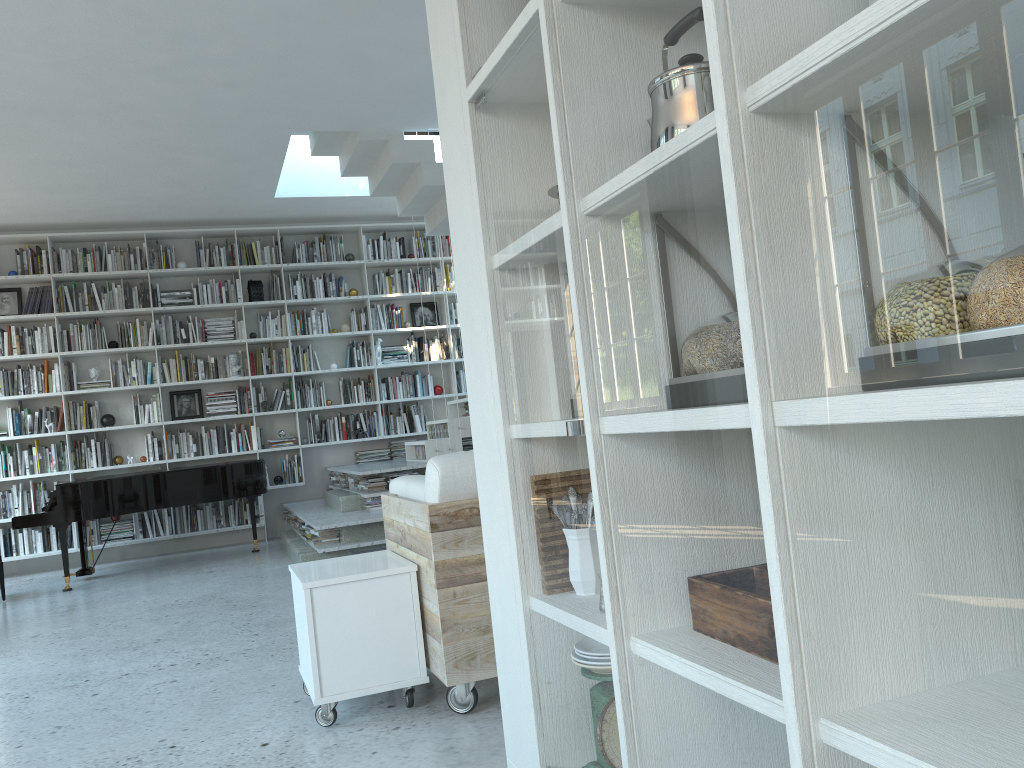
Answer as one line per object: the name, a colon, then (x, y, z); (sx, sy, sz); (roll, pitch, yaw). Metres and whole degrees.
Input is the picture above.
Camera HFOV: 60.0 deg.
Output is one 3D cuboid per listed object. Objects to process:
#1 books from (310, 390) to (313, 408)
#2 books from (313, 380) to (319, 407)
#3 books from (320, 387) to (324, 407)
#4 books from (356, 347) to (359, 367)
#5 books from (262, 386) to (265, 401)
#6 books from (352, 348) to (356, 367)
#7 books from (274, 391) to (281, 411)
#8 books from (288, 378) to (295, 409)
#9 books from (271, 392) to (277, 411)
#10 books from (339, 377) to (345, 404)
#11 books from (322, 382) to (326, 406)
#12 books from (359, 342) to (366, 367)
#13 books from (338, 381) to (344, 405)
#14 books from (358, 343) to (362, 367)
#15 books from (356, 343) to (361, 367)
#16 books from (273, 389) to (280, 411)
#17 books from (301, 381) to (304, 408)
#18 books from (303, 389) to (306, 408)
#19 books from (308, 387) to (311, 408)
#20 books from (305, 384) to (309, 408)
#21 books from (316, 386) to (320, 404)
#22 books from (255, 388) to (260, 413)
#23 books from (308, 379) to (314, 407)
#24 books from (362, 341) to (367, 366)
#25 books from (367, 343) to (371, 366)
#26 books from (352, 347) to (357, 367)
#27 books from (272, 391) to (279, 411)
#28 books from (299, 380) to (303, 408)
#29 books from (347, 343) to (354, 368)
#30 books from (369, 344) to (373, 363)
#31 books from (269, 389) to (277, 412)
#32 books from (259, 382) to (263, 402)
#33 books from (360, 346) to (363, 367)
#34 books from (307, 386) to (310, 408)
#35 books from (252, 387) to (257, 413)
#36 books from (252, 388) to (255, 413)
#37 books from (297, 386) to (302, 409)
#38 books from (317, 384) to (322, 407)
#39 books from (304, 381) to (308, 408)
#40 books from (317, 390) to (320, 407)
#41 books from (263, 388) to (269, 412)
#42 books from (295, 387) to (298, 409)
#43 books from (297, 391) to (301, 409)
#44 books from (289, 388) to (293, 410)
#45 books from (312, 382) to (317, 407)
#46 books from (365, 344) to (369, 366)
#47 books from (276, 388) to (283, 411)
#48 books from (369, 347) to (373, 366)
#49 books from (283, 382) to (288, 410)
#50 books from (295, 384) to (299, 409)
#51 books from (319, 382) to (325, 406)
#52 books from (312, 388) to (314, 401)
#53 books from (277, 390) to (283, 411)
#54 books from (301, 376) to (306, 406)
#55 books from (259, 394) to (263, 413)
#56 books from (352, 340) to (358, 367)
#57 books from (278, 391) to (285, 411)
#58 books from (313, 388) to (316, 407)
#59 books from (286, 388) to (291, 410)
books: (-2.079, 0.158, 9.140); (0.013, 0.186, 0.184); (-6, -2, -19)
books: (-2.029, 0.104, 9.181); (0.006, 0.285, 0.159); (-6, -2, -19)
books: (-1.978, 0.138, 9.183); (0.014, 0.207, 0.180); (-6, -2, -19)
books: (-1.642, -0.274, 9.339); (0.007, 0.230, 0.146); (-6, -2, -19)
books: (-2.525, 0.161, 9.006); (0.012, 0.266, 0.157); (-6, -2, -19)
books: (-1.666, -0.262, 9.312); (0.006, 0.209, 0.188); (-6, -2, -19)
books: (-2.395, 0.178, 9.044); (0.090, 0.212, 0.143); (-6, -2, -19)
books: (-2.259, 0.106, 9.085); (0.014, 0.325, 0.183); (-6, -2, -19)
books: (-2.427, 0.176, 9.031); (0.088, 0.220, 0.138); (-6, -2, -19)
books: (-1.775, 0.078, 9.280); (0.016, 0.289, 0.131); (-6, -2, -19)
books: (-1.956, 0.114, 9.198); (0.013, 0.251, 0.173); (-6, -2, -19)
books: (-1.585, -0.302, 9.354); (0.032, 0.274, 0.154); (-6, -2, -19)
books: (-1.785, 0.097, 9.262); (0.019, 0.251, 0.130); (-6, -2, -19)
books: (-1.612, -0.292, 9.336); (0.015, 0.259, 0.152); (-6, -2, -19)
books: (-1.627, -0.292, 9.330); (0.018, 0.263, 0.165); (-6, -2, -19)
books: (-2.407, 0.173, 9.046); (0.095, 0.226, 0.144); (-6, -2, -19)
books: (-2.160, 0.118, 9.123); (0.006, 0.281, 0.155); (-6, -2, -19)
books: (-2.149, 0.156, 9.132); (0.013, 0.204, 0.154); (-6, -2, -19)
books: (-2.094, 0.143, 9.141); (0.013, 0.218, 0.161); (-6, -2, -19)
books: (-2.118, 0.130, 9.131); (0.013, 0.248, 0.165); (-6, -2, -19)
books: (-2.007, 0.134, 9.187); (0.008, 0.222, 0.134); (-6, -2, -19)
books: (-2.580, 0.173, 8.982); (0.028, 0.253, 0.142); (-6, -2, -19)
books: (-2.072, 0.102, 9.144); (0.014, 0.297, 0.175); (-6, -2, -19)
books: (-1.556, -0.305, 9.341); (0.012, 0.273, 0.184); (-6, -2, -19)
books: (-1.521, -0.298, 9.357); (0.011, 0.252, 0.169); (-6, -2, -19)
books: (-1.657, -0.267, 9.316); (0.013, 0.219, 0.187); (-6, -2, -19)
books: (-2.415, 0.180, 9.021); (0.089, 0.210, 0.176); (-6, -2, -19)
books: (-2.172, 0.113, 9.120); (0.018, 0.295, 0.177); (-6, -2, -19)
books: (-1.691, -0.287, 9.312); (0.021, 0.264, 0.174); (-6, -2, -19)
books: (-1.491, -0.297, 9.374); (0.010, 0.245, 0.158); (-6, -2, -19)
books: (-2.430, 0.173, 9.011); (0.095, 0.228, 0.190); (-6, -2, -19)
books: (-2.536, 0.141, 8.994); (0.013, 0.306, 0.141); (-6, -2, -19)
books: (-1.595, -0.276, 9.333); (0.012, 0.224, 0.178); (-6, -2, -19)
books: (-2.102, 0.140, 9.125); (0.011, 0.226, 0.188); (-6, -2, -19)
books: (-2.606, 0.170, 8.977); (0.024, 0.263, 0.154); (-6, -2, -19)
books: (-2.624, 0.161, 8.972); (0.012, 0.285, 0.159); (-6, -2, -19)
books: (-2.188, 0.143, 9.128); (0.011, 0.239, 0.136); (-6, -2, -19)
books: (-1.994, 0.124, 9.182); (0.015, 0.238, 0.176); (-6, -2, -19)
books: (-2.127, 0.114, 9.126); (0.005, 0.283, 0.159); (-6, -2, -19)
books: (-2.014, 0.156, 9.182); (0.013, 0.179, 0.140); (-6, -2, -19)
books: (-2.502, 0.168, 9.014); (0.035, 0.248, 0.141); (-6, -2, -19)
books: (-2.216, 0.151, 9.104); (0.012, 0.226, 0.147); (-6, -2, -19)
books: (-2.194, 0.168, 9.114); (0.015, 0.188, 0.168); (-6, -2, -19)
books: (-2.271, 0.156, 9.080); (0.021, 0.226, 0.148); (-6, -2, -19)
books: (-2.042, 0.114, 9.159); (0.012, 0.267, 0.183); (-6, -2, -19)
books: (-1.538, -0.291, 9.369); (0.013, 0.244, 0.158); (-6, -2, -19)
books: (-2.381, 0.162, 9.048); (0.094, 0.238, 0.149); (-6, -2, -19)
books: (-1.508, -0.278, 9.377); (0.023, 0.212, 0.164); (-6, -2, -19)
books: (-2.320, 0.132, 9.074); (0.013, 0.285, 0.139); (-6, -2, -19)
books: (-2.207, 0.130, 9.102); (0.010, 0.266, 0.158); (-6, -2, -19)
books: (-1.969, 0.110, 9.193); (0.014, 0.261, 0.142); (-6, -2, -19)
books: (-2.066, 0.127, 9.165); (0.007, 0.247, 0.153); (-6, -2, -19)
books: (-2.379, 0.175, 9.058); (0.090, 0.215, 0.139); (-6, -2, -19)
books: (-2.150, 0.088, 9.146); (0.007, 0.342, 0.149); (-6, -2, -19)
books: (-2.544, 0.199, 8.971); (0.027, 0.192, 0.182); (-6, -2, -19)
books: (-1.654, -0.305, 9.336); (0.013, 0.295, 0.154); (-6, -2, -19)
books: (-2.363, 0.179, 9.052); (0.091, 0.205, 0.169); (-6, -2, -19)
books: (-2.054, 0.148, 9.166); (0.013, 0.203, 0.167); (-6, -2, -19)
books: (-2.291, 0.159, 9.061); (0.029, 0.223, 0.171); (-6, -2, -19)
